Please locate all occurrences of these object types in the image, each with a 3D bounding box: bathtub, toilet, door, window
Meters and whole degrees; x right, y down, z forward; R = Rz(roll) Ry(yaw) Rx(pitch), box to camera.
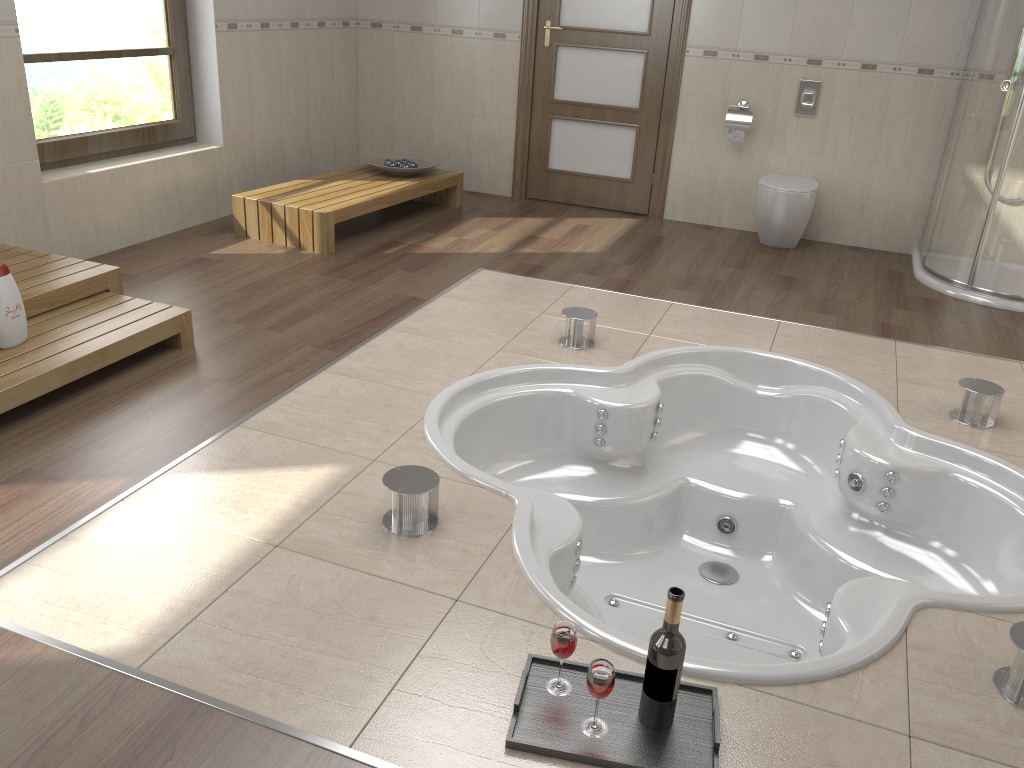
[{"bbox_3d":[0.677,0.537,2.925,1.751,0.674,1.754,-7,26,-23],"label":"bathtub"},{"bbox_3d":[1.621,-1.016,5.298,0.337,0.388,0.519,12,25,18],"label":"toilet"},{"bbox_3d":[0.561,-2.133,5.600,0.861,2.026,0.102,11,25,16],"label":"door"},{"bbox_3d":[-1.973,-2.080,4.165,0.117,1.934,1.188,12,25,18],"label":"window"}]

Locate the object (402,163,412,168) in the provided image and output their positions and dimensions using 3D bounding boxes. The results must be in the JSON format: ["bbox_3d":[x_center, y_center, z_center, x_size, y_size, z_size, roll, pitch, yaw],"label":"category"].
[{"bbox_3d":[-0.655,-1.343,5.515,0.060,0.060,0.060,12,25,17],"label":"object"}]

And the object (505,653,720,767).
[{"bbox_3d":[0.208,0.654,1.765,0.400,0.040,0.250,8,24,9],"label":"object"}]

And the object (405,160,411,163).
[{"bbox_3d":[-0.655,-1.385,5.613,0.060,0.060,0.060,12,25,17],"label":"object"}]

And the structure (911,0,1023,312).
[{"bbox_3d":[2.729,-1.404,4.447,0.900,1.917,0.900,12,25,18],"label":"structure"}]

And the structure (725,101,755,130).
[{"bbox_3d":[1.385,-1.624,5.353,0.170,0.151,0.154,12,25,18],"label":"structure"}]

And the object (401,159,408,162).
[{"bbox_3d":[-0.684,-1.409,5.663,0.060,0.060,0.060,12,25,17],"label":"object"}]

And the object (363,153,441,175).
[{"bbox_3d":[-0.693,-1.369,5.586,0.487,0.076,0.487,-7,26,-22],"label":"object"}]

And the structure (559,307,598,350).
[{"bbox_3d":[0.272,-0.230,3.645,0.150,0.131,0.150,-2,25,-14],"label":"structure"}]

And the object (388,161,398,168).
[{"bbox_3d":[-0.744,-1.363,5.546,0.060,0.060,0.060,12,25,17],"label":"object"}]

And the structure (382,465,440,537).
[{"bbox_3d":[-0.269,0.310,2.355,0.150,0.131,0.150,14,26,22],"label":"structure"}]

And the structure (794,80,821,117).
[{"bbox_3d":[1.752,-1.693,5.254,0.120,0.200,0.010,12,25,18],"label":"structure"}]

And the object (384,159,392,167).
[{"bbox_3d":[-0.777,-1.388,5.593,0.060,0.060,0.060,12,25,17],"label":"object"}]

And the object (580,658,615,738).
[{"bbox_3d":[0.166,0.604,1.708,0.055,0.153,0.055,9,25,11],"label":"object"}]

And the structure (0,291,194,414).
[{"bbox_3d":[-1.738,-0.049,2.932,0.620,0.140,1.280,12,25,18],"label":"structure"}]

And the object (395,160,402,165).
[{"bbox_3d":[-0.718,-1.390,5.615,0.060,0.060,0.060,12,25,17],"label":"object"}]

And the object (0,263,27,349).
[{"bbox_3d":[-1.656,-0.258,2.902,0.063,0.276,0.134,9,24,11],"label":"object"}]

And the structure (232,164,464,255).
[{"bbox_3d":[-0.915,-1.091,5.291,0.620,0.220,1.450,14,26,22],"label":"structure"}]

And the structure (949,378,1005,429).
[{"bbox_3d":[1.668,0.068,3.185,0.150,0.131,0.150,8,24,8],"label":"structure"}]

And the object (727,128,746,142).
[{"bbox_3d":[1.366,-1.551,5.364,0.098,0.151,0.090,12,25,18],"label":"object"}]

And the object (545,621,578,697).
[{"bbox_3d":[0.102,0.557,1.803,0.055,0.153,0.055,9,25,11],"label":"object"}]

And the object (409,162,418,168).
[{"bbox_3d":[-0.621,-1.365,5.564,0.060,0.060,0.060,12,25,17],"label":"object"}]

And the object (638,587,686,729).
[{"bbox_3d":[0.297,0.526,1.714,0.070,0.307,0.070,-2,25,-13],"label":"object"}]

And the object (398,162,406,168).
[{"bbox_3d":[-0.685,-1.364,5.563,0.060,0.060,0.060,12,25,17],"label":"object"}]

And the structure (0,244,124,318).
[{"bbox_3d":[-2.110,-0.164,3.035,0.620,0.220,1.450,12,25,18],"label":"structure"}]

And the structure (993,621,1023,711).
[{"bbox_3d":[1.127,0.607,1.894,0.150,0.131,0.150,17,27,27],"label":"structure"}]
